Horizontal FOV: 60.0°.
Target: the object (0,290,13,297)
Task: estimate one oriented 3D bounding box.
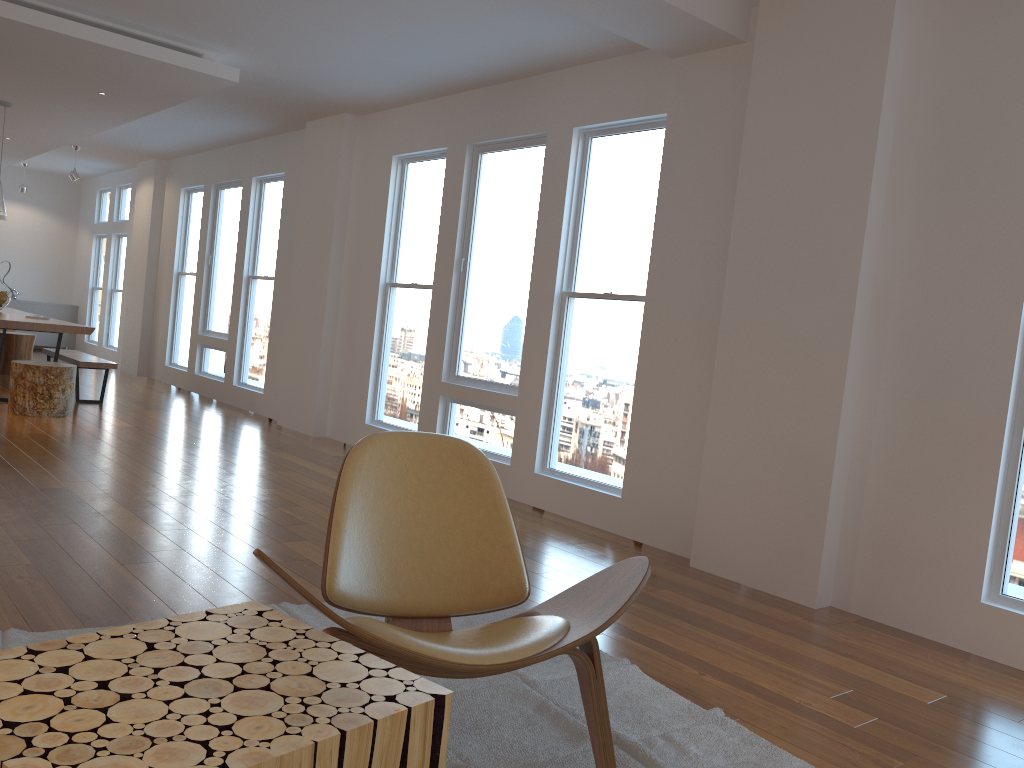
[{"bbox_3d":[-5.195,-0.866,8.779,0.292,0.284,0.394,7,3,14],"label":"object"}]

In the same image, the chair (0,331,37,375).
[{"bbox_3d":[-5.478,-0.333,9.769,0.402,0.455,0.396,9,4,40],"label":"chair"}]

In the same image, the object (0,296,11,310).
[{"bbox_3d":[-5.174,-0.801,8.788,0.360,0.159,0.360,7,3,13],"label":"object"}]

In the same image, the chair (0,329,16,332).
[{"bbox_3d":[-6.730,-0.569,11.592,0.344,0.430,0.549,4,4,-36],"label":"chair"}]

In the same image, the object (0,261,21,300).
[{"bbox_3d":[-7.599,-1.563,13.230,0.210,0.563,0.590,8,3,21],"label":"object"}]

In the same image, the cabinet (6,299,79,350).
[{"bbox_3d":[-7.405,-0.910,13.547,1.309,0.725,0.420,4,4,-40],"label":"cabinet"}]

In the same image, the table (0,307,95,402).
[{"bbox_3d":[-5.847,-0.496,9.604,0.893,0.704,5.996,4,4,-40],"label":"table"}]

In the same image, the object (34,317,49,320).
[{"bbox_3d":[-4.281,-0.599,8.084,0.158,0.017,0.019,3,5,-45],"label":"object"}]

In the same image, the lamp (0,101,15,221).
[{"bbox_3d":[-4.375,-1.946,7.601,0.160,1.060,0.160,6,3,-13],"label":"lamp"}]

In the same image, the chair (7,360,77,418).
[{"bbox_3d":[-3.738,0.036,7.061,0.460,0.400,0.460,5,4,-30],"label":"chair"}]

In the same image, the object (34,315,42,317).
[{"bbox_3d":[-4.359,-0.617,8.156,0.079,0.030,0.070,7,3,3],"label":"object"}]

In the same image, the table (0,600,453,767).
[{"bbox_3d":[-0.474,0.677,1.246,0.489,0.534,0.548,9,4,38],"label":"table"}]

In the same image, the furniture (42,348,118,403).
[{"bbox_3d":[-4.152,-0.080,8.452,0.316,0.389,1.433,4,4,-40],"label":"furniture"}]

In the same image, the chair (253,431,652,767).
[{"bbox_3d":[-0.108,0.556,2.168,0.856,0.752,0.867,7,3,10],"label":"chair"}]

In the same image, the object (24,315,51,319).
[{"bbox_3d":[-4.359,-0.610,8.156,0.222,0.020,0.222,9,4,42],"label":"object"}]

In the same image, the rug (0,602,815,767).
[{"bbox_3d":[-0.523,0.900,1.207,3.525,0.057,3.478,4,4,-36],"label":"rug"}]
